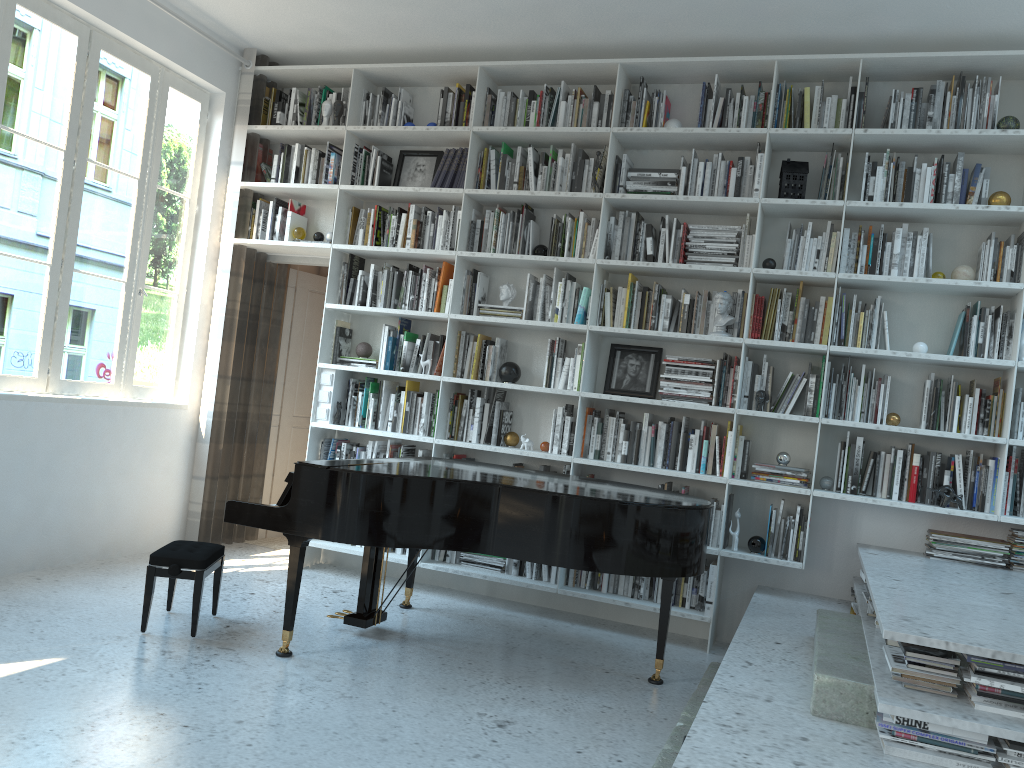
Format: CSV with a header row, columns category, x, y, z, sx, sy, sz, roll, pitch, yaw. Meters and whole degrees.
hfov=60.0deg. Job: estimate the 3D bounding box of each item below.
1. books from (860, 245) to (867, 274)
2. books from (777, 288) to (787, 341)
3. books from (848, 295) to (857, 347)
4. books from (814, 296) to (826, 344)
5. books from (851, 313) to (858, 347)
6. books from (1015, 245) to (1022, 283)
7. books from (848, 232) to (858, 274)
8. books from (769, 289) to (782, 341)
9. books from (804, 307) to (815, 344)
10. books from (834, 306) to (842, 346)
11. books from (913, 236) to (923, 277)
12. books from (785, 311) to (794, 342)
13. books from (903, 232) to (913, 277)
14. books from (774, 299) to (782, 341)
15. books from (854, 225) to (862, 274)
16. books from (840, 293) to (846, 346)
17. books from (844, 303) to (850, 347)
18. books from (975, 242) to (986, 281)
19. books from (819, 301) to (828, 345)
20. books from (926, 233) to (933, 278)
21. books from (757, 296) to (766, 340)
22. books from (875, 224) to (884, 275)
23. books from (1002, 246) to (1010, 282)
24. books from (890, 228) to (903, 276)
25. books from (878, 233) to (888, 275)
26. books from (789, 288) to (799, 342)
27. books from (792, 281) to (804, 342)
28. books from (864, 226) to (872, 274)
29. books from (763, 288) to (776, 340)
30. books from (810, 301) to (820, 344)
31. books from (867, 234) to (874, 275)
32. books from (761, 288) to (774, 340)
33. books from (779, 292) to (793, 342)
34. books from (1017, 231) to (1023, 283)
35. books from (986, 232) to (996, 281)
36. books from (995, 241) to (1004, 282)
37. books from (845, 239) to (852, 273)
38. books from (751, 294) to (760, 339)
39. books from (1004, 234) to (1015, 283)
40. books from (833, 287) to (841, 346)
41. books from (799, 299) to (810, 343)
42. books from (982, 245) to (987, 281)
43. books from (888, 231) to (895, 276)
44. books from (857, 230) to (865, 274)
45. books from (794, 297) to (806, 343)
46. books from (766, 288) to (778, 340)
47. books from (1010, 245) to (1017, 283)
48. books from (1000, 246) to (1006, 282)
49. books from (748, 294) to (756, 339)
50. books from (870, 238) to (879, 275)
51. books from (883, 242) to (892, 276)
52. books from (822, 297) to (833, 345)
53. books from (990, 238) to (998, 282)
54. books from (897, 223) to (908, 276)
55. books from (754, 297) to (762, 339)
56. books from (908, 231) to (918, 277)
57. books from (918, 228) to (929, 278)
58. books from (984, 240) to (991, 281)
category,x,y,z,sx,sy,sz,roll,pitch,yaw
books,1.831,-0.624,4.630,0.021,0.179,0.136,7,-1,20
books,1.444,-0.354,4.740,0.019,0.294,0.164,7,-1,20
books,1.765,-0.311,4.606,0.013,0.279,0.192,7,-1,20
books,1.624,-0.320,4.680,0.032,0.266,0.143,7,-1,20
books,1.781,-0.266,4.622,0.014,0.192,0.147,7,-1,20
books,2.486,-0.565,4.381,0.012,0.206,0.169,7,-1,20
books,1.787,-0.660,4.656,0.030,0.242,0.138,7,-1,20
books,1.413,-0.356,4.763,0.035,0.293,0.145,7,-1,20
books,1.570,-0.295,4.683,0.034,0.204,0.181,7,-1,20
books,1.709,-0.287,4.651,0.015,0.220,0.155,7,-1,20
books,2.067,-0.625,4.538,0.021,0.232,0.183,7,-1,20
books,1.488,-0.291,4.748,0.030,0.181,0.131,7,-1,20
books,2.022,-0.636,4.548,0.025,0.245,0.183,7,-1,20
books,1.425,-0.324,4.748,0.015,0.232,0.180,7,-1,20
books,1.809,-0.676,4.645,0.014,0.278,0.154,7,-1,20
books,1.729,-0.319,4.635,0.035,0.288,0.191,7,-1,20
books,1.753,-0.294,4.646,0.007,0.244,0.145,7,-1,20
books,2.348,-0.587,4.451,0.015,0.220,0.140,7,-1,20
books,1.646,-0.308,4.688,0.019,0.247,0.149,7,-1,20
books,2.130,-0.628,4.528,0.034,0.254,0.161,7,-1,20
books,1.352,-0.340,4.801,0.013,0.247,0.176,7,-1,20
books,1.895,-0.668,4.587,0.014,0.280,0.177,7,-1,20
books,2.439,-0.568,4.406,0.013,0.202,0.173,7,-1,20
books,1.969,-0.651,4.556,0.030,0.263,0.182,7,-1,20
books,1.912,-0.644,4.586,0.022,0.237,0.164,7,-1,20
books,1.500,-0.347,4.705,0.019,0.293,0.182,7,-1,20
books,1.520,-0.367,4.718,0.021,0.337,0.169,7,-1,20
books,1.859,-0.673,4.640,0.014,0.284,0.135,7,-1,20
books,1.390,-0.359,4.772,0.035,0.293,0.145,7,-1,20
books,1.602,-0.308,4.693,0.028,0.239,0.145,7,-1,20
books,1.862,-0.649,4.616,0.013,0.236,0.157,7,-1,20
books,1.374,-0.361,4.766,0.035,0.293,0.145,7,-1,20
books,1.469,-0.342,4.755,0.035,0.278,0.139,7,-1,20
books,2.497,-0.601,4.373,0.005,0.278,0.182,7,-1,20
books,2.375,-0.609,4.424,0.015,0.267,0.164,7,-1,20
books,2.417,-0.584,4.421,0.016,0.228,0.160,7,-1,20
books,1.767,-0.646,4.667,0.013,0.210,0.140,7,-1,20
books,1.319,-0.348,4.802,0.015,0.255,0.150,7,-1,20
books,2.452,-0.595,4.392,0.016,0.257,0.176,7,-1,20
books,1.700,-0.338,4.642,0.006,0.318,0.164,7,-1,20
books,1.546,-0.316,4.684,0.027,0.242,0.188,7,-1,20
books,2.356,-0.579,4.444,0.005,0.205,0.154,7,-1,20
books,1.957,-0.649,4.586,0.011,0.257,0.131,7,-1,20
books,1.814,-0.660,4.624,0.014,0.247,0.176,7,-1,20
books,1.533,-0.323,4.715,0.033,0.253,0.174,7,-1,20
books,1.397,-0.358,4.754,0.035,0.293,0.145,7,-1,20
books,2.462,-0.567,4.386,0.013,0.204,0.174,7,-1,20
books,2.431,-0.571,4.421,0.012,0.206,0.137,7,-1,20
books,1.304,-0.349,4.806,0.014,0.254,0.161,7,-1,20
books,1.879,-0.637,4.612,0.026,0.216,0.161,7,-1,20
books,1.934,-0.620,4.586,0.025,0.194,0.171,7,-1,20
books,1.664,-0.316,4.679,0.033,0.268,0.142,7,-1,20
books,2.392,-0.595,4.429,0.016,0.244,0.151,7,-1,20
books,2.006,-0.663,4.571,0.027,0.295,0.159,7,-1,20
books,1.334,-0.340,4.795,0.014,0.244,0.145,7,-1,20
books,2.053,-0.641,4.559,0.024,0.262,0.133,7,-1,20
books,2.087,-0.643,4.520,0.024,0.272,0.169,7,-1,20
books,2.365,-0.592,4.440,0.012,0.232,0.154,7,-1,20
